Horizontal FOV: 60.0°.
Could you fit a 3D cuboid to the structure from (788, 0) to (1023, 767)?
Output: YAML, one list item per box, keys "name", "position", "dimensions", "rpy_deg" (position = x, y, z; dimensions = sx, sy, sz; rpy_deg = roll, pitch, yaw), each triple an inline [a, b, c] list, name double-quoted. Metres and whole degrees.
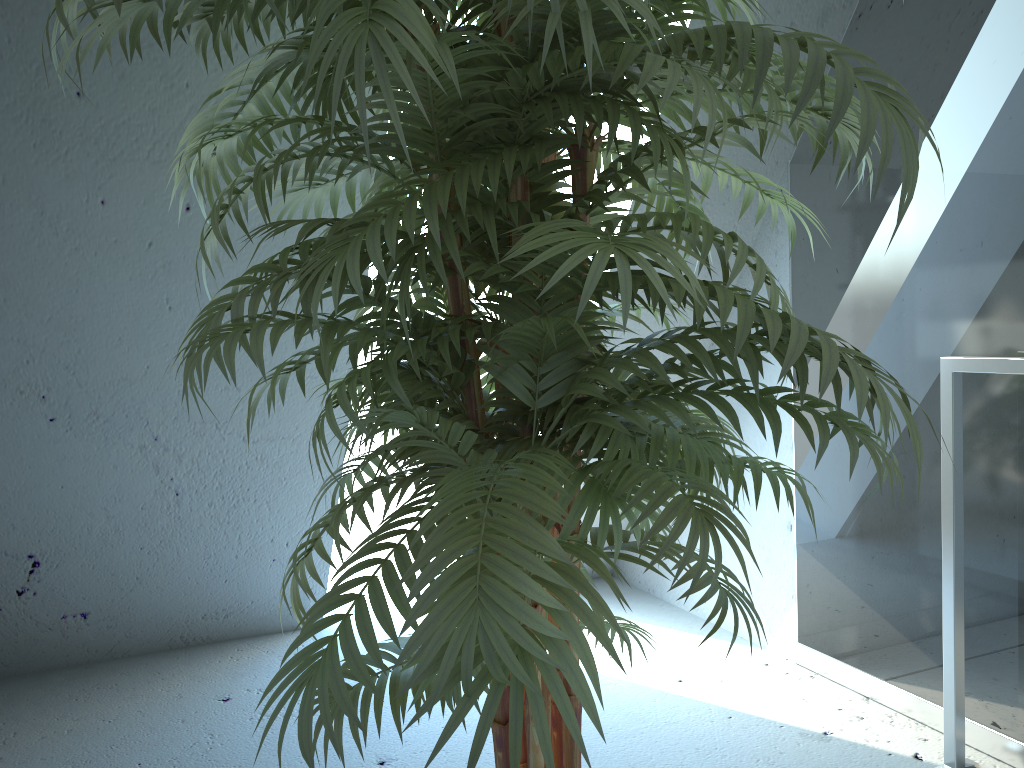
- name: "structure"
  position: [1.499, -0.269, 1.718]
  dimensions: [1.184, 2.114, 1.835]
  rpy_deg: [-4, 4, -23]

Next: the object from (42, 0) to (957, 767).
- name: "object"
  position: [0.003, -0.137, 1.151]
  dimensions: [1.020, 2.034, 0.980]
  rpy_deg: [-1, 4, 25]
